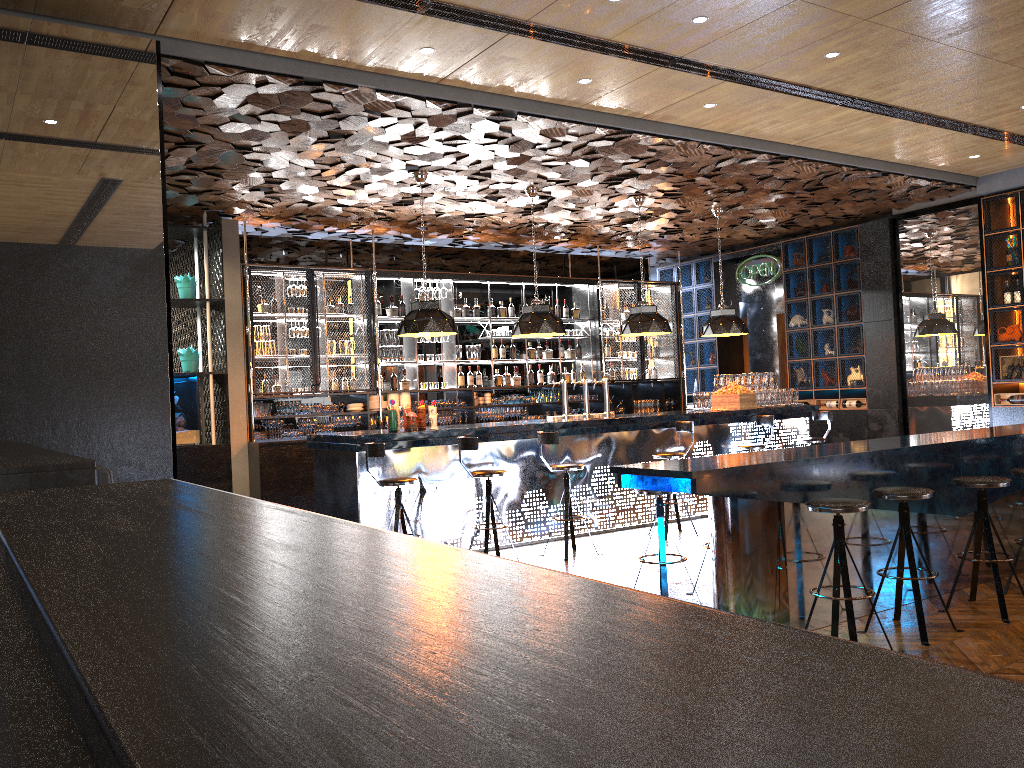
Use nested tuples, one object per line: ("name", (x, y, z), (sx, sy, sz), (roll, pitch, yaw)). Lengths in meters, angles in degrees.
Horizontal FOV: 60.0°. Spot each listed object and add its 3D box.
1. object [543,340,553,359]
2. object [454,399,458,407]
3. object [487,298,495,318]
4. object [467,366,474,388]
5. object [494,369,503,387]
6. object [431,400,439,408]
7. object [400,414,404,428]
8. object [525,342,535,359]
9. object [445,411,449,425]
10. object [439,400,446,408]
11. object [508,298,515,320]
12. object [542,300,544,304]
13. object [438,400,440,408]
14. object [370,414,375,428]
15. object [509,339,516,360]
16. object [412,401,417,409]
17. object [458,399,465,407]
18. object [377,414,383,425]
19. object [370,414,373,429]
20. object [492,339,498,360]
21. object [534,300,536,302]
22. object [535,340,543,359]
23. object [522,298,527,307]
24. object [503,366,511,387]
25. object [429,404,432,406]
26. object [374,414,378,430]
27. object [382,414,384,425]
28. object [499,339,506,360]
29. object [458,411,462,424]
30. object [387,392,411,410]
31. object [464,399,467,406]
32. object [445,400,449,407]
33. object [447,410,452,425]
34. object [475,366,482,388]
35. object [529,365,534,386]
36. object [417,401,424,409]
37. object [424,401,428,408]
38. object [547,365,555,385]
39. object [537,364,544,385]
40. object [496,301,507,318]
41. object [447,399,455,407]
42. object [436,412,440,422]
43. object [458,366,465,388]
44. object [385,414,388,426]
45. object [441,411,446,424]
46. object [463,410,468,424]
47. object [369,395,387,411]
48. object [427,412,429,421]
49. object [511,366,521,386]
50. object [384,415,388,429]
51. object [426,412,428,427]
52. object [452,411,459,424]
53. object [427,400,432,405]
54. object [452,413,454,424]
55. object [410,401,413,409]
("object", (0.506, -0.485, 12.591), (0.123, 0.279, 0.123), (-2, -1, -19))
("object", (-0.742, 0.251, 11.646), (0.095, 0.096, 0.095), (-2, -1, -32))
("object", (-0.283, -1.029, 12.124), (0.083, 0.282, 0.083), (-3, -1, 42))
("object", (-0.563, -0.093, 11.940), (0.086, 0.298, 0.086), (-3, -1, 16))
("object", (-0.200, -0.080, 12.134), (0.151, 0.248, 0.094), (-2, -1, -44))
("object", (-0.990, 0.258, 11.434), (0.109, 0.100, 0.109), (-3, -1, 40))
("object", (-1.366, 0.484, 11.114), (0.082, 0.213, 0.082), (-3, -1, -4))
("object", (0.254, -0.460, 12.444), (0.151, 0.248, 0.094), (-2, -1, -44))
("object", (-0.844, 0.460, 11.530), (0.071, 0.226, 0.071), (-3, -1, 29))
("object", (-0.898, 0.254, 11.489), (0.093, 0.099, 0.093), (-2, -1, -16))
("object", (-0.012, -1.046, 12.316), (0.086, 0.298, 0.086), (-3, -1, 16))
("object", (0.446, -1.056, 12.595), (0.083, 0.282, 0.083), (-2, -1, -33))
("object", (-0.956, 0.259, 11.580), (0.093, 0.099, 0.093), (-3, -1, 45))
("object", (-1.725, 0.491, 10.977), (0.073, 0.229, 0.073), (-2, -1, -44))
("object", (0.008, -0.477, 12.291), (0.086, 0.297, 0.086), (-3, -1, 16))
("object", (-1.227, 0.268, 11.345), (0.089, 0.100, 0.100), (-3, -1, 30))
("object", (-0.664, 0.247, 11.573), (0.095, 0.096, 0.095), (-3, -1, 31))
("object", (-1.627, 0.486, 10.980), (0.073, 0.229, 0.073), (-2, -1, -44))
("object", (-1.738, 0.490, 10.884), (0.073, 0.229, 0.073), (-2, -1, -44))
("object", (-0.243, -0.467, 12.132), (0.086, 0.299, 0.086), (-3, -1, 16))
("object", (0.319, -1.049, 12.496), (0.123, 0.279, 0.123), (-2, -1, -44))
("object", (0.382, -0.483, 12.528), (0.083, 0.282, 0.083), (-2, -1, -33))
("object", (0.188, -1.055, 12.438), (0.086, 0.298, 0.086), (-3, -1, 16))
("object", (-0.072, -0.102, 12.219), (0.083, 0.282, 0.083), (-2, -1, -33))
("object", (-1.040, 0.286, 11.360), (0.049, 0.048, 0.044), (-3, -1, 10))
("object", (-1.707, 0.491, 11.088), (0.073, 0.229, 0.073), (-2, -1, -44))
("object", (-1.625, 0.487, 11.063), (0.073, 0.229, 0.073), (-2, -1, -44))
("object", (-0.135, -0.472, 12.232), (0.086, 0.298, 0.086), (-3, -1, 16))
("object", (-0.676, 0.458, 11.645), (0.071, 0.217, 0.071), (-2, -1, -25))
("object", (-1.425, 0.216, 11.182), (0.309, 0.216, 0.149), (-2, -1, -35))
("object", (-0.643, 0.247, 11.671), (0.095, 0.096, 0.095), (-3, -1, -9))
("object", (-0.848, 0.254, 11.590), (0.093, 0.099, 0.093), (-3, -1, 29))
("object", (-0.800, 0.457, 11.463), (0.071, 0.226, 0.071), (-3, -1, 29))
("object", (-0.451, -0.097, 11.984), (0.086, 0.298, 0.086), (-3, -1, 16))
("object", (0.262, -0.123, 12.405), (0.086, 0.297, 0.086), (-3, -1, 1))
("object", (-1.159, 0.264, 11.254), (0.100, 0.100, 0.089), (-2, -1, -28))
("object", (-1.120, 0.263, 11.345), (0.089, 0.100, 0.100), (-3, -1, 3))
("object", (0.555, -0.125, 12.623), (0.083, 0.282, 0.083), (-3, -1, 42))
("object", (0.397, -0.128, 12.530), (0.086, 0.298, 0.086), (-3, -1, 16))
("object", (-0.147, -1.016, 12.210), (0.151, 0.248, 0.094), (-2, -1, -29))
("object", (-0.788, 0.250, 11.504), (0.093, 0.099, 0.093), (-2, -1, -13))
("object", (-0.964, 0.468, 11.366), (0.084, 0.216, 0.084), (-3, -1, 10))
("object", (-0.682, -0.087, 11.833), (0.086, 0.299, 0.086), (-3, -1, 16))
("object", (-1.542, 0.483, 11.029), (0.073, 0.229, 0.073), (-2, -1, -44))
("object", (-0.883, 0.460, 11.456), (0.071, 0.226, 0.071), (-3, -1, 29))
("object", (-0.602, 0.455, 11.646), (0.071, 0.217, 0.071), (-2, -1, -25))
("object", (-1.702, 0.238, 11.042), (0.306, 0.195, 0.300), (-2, -1, -32))
("object", (-1.040, 0.470, 11.317), (0.084, 0.216, 0.084), (-2, -1, -18))
("object", (0.052, -0.105, 12.282), (0.123, 0.279, 0.123), (-2, -1, -19))
("object", (-1.584, 0.497, 11.290), (0.082, 0.213, 0.082), (-3, -1, 34))
("object", (-1.108, 0.475, 11.429), (0.084, 0.216, 0.084), (-2, -1, -40))
("object", (-0.733, 0.459, 11.542), (0.092, 0.218, 0.092), (-3, -1, 18))
("object", (-1.076, 0.264, 11.568), (0.109, 0.100, 0.109), (-3, -1, 40))
("object", (-0.778, 0.463, 11.642), (0.092, 0.218, 0.092), (-3, -1, 18))
("object", (-1.292, 0.273, 11.446), (0.100, 0.100, 0.089), (-2, -1, -26))
